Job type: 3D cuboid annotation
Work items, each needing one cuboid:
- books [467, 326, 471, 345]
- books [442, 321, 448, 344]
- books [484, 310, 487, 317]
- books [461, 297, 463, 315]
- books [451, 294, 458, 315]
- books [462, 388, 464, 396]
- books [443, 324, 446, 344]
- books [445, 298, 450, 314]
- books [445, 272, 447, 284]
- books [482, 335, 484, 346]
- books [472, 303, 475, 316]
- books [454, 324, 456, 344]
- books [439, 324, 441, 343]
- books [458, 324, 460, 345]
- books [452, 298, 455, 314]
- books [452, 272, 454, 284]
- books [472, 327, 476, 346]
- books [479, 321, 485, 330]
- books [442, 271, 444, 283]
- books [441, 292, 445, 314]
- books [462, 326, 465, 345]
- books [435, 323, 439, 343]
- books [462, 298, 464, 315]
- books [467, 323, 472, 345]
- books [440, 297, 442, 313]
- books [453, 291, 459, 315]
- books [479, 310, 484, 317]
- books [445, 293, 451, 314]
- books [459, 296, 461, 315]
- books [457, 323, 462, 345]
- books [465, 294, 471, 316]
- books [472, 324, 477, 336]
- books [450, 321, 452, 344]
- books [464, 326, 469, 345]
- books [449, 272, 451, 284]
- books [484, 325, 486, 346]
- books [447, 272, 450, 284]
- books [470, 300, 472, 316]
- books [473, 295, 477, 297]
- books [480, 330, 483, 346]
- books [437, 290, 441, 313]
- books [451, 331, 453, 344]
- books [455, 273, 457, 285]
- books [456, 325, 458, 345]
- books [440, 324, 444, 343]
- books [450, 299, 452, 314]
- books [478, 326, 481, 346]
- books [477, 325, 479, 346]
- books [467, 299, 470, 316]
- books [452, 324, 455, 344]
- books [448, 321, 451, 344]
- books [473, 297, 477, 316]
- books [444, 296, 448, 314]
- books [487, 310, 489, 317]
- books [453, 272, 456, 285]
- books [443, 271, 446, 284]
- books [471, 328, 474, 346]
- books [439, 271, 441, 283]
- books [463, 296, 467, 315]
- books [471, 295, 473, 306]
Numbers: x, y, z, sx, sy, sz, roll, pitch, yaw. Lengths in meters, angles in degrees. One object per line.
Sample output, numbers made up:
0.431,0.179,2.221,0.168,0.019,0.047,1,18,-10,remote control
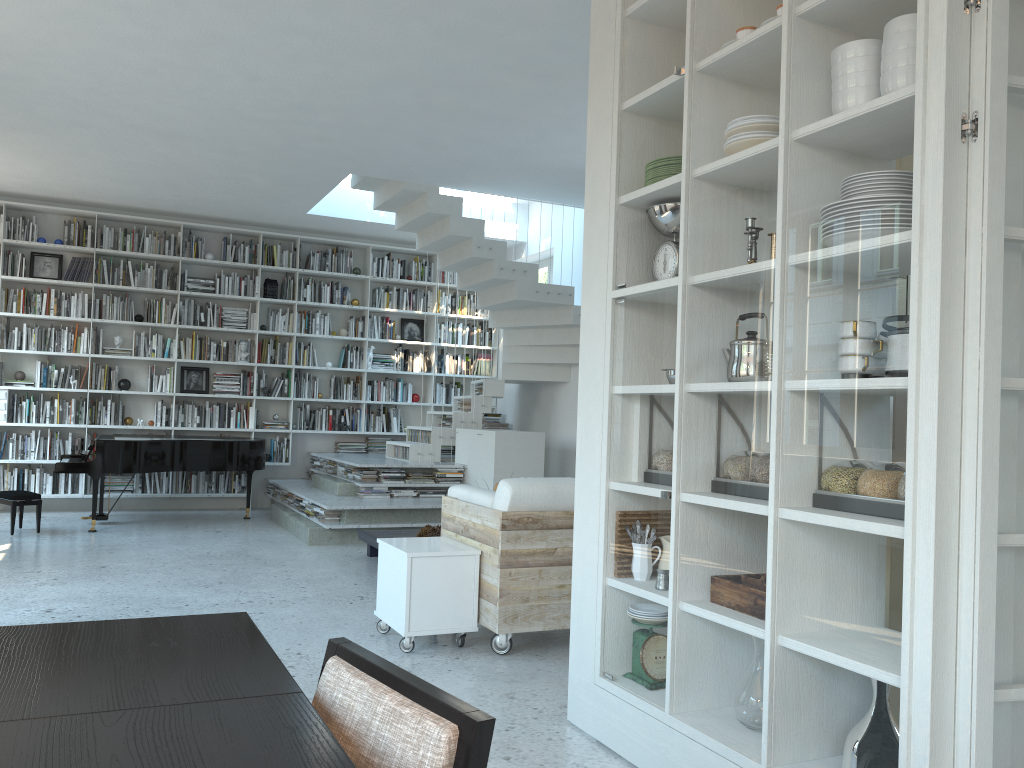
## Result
-0.571,-0.601,11.177,0.023,0.258,0.184,3,-2,-25,books
-0.841,-0.629,11.033,0.014,0.285,0.185,3,-2,-25,books
-0.367,-0.935,11.275,0.023,0.213,0.180,3,-2,-25,books
-0.655,-0.964,11.068,0.012,0.237,0.165,3,-2,-25,books
-0.717,-0.976,11.024,0.023,0.253,0.189,3,-2,-25,books
-0.646,0.141,11.148,0.013,0.240,0.166,3,-2,-25,books
-0.865,-0.615,11.037,0.026,0.256,0.173,3,-2,-25,books
-0.815,-0.951,10.974,0.024,0.193,0.190,3,-2,-25,books
-0.852,-1.336,11.041,0.022,0.229,0.175,3,-2,-25,books
-0.401,-0.573,11.259,0.025,0.220,0.177,3,-2,-25,books
-0.515,-0.926,11.222,0.034,0.182,0.156,3,-2,-25,books
-0.742,-0.616,11.106,0.025,0.270,0.152,3,-2,-25,books
-0.927,-0.615,11.027,0.026,0.250,0.160,3,-2,-25,books
-0.693,-0.610,11.115,0.022,0.262,0.172,3,-2,-25,books
-0.747,-0.956,11.030,0.025,0.211,0.134,3,-2,-25,books
-0.770,-1.354,11.100,0.027,0.275,0.148,3,-2,-25,books
-0.497,-0.594,11.222,0.025,0.252,0.160,3,-2,-25,books
-0.388,-0.627,11.282,0.013,0.330,0.140,3,-2,-25,books
-0.882,-1.366,11.038,0.013,0.286,0.150,3,-2,-25,books
-0.879,-0.990,10.939,0.026,0.263,0.189,3,-2,-25,books
-0.633,-0.601,11.164,0.012,0.254,0.161,3,-2,-25,books
-0.939,-0.618,11.007,0.012,0.254,0.161,3,-2,-25,books
-0.640,-0.956,11.064,0.013,0.222,0.174,3,-2,-25,books
-0.548,-0.616,11.210,0.024,0.291,0.132,3,-2,-25,books
-0.906,-0.962,10.935,0.024,0.205,0.165,3,-2,-25,books
-0.698,-0.997,11.038,0.022,0.296,0.152,3,-2,-25,books
-0.409,-0.957,11.257,0.070,0.254,0.154,3,-2,-25,books
-0.799,-0.985,10.998,0.023,0.263,0.158,3,-2,-25,books
-0.671,-0.968,11.061,0.022,0.242,0.144,3,-2,-25,books
-0.671,-0.619,11.131,0.030,0.283,0.166,3,-2,-25,books
-0.562,-0.986,11.187,0.010,0.295,0.165,3,-2,-25,books
-0.476,-0.608,11.222,0.012,0.283,0.151,3,-2,-25,books
-0.790,-0.630,11.073,0.012,0.292,0.165,3,-2,-25,books
-0.599,-0.596,11.157,0.045,0.245,0.177,3,-2,-25,books
-0.796,-1.371,11.077,0.012,0.306,0.184,3,-2,-25,books
-0.374,-0.603,11.280,0.013,0.283,0.149,3,-2,-25,books
-0.822,-1.341,11.063,0.023,0.243,0.182,3,-2,-25,books
-0.547,-0.944,11.180,0.013,0.212,0.186,3,-2,-25,books
-0.473,-0.980,11.245,0.011,0.294,0.151,3,-2,-25,books
-0.419,-0.570,11.240,0.025,0.211,0.188,3,-2,-25,books
-0.919,-1.007,10.928,0.010,0.294,0.183,3,-2,-25,books
-0.780,-0.572,11.092,0.027,0.179,0.157,3,-2,-25,books
-0.723,-1.346,11.117,0.029,0.264,0.179,3,-2,-25,books
-0.715,-0.609,11.107,0.024,0.259,0.156,3,-2,-25,books
-0.893,-0.613,11.012,0.023,0.247,0.182,3,-2,-25,books
-0.790,-0.951,11.047,0.038,0.199,0.170,3,-2,-25,books
-0.443,-0.599,11.231,0.028,0.268,0.173,3,-2,-25,books
-0.463,-0.605,11.225,0.013,0.277,0.188,3,-2,-25,books
-0.575,-0.949,11.172,0.023,0.220,0.171,3,-2,-25,books
-0.755,-0.611,11.089,0.013,0.260,0.158,3,-2,-25,books
-0.810,-0.632,11.076,0.022,0.297,0.162,3,-2,-25,books
-0.480,-0.965,11.217,0.022,0.261,0.160,3,-2,-25,books
-0.850,-0.968,10.964,0.049,0.223,0.161,3,-2,-25,books
-0.327,-0.955,11.304,0.029,0.258,0.163,3,-2,-25,books
-0.746,-1.345,11.106,0.022,0.259,0.163,3,-2,-25,books
-0.865,-1.356,11.032,0.012,0.269,0.184,3,-2,-25,books
-0.526,-0.587,11.220,0.028,0.237,0.146,3,-2,-25,books
-0.922,-1.362,11.023,0.022,0.275,0.160,3,-2,-25,books
-0.624,-0.964,11.096,0.042,0.242,0.248,3,-2,-25,books
-0.540,-0.977,11.211,0.024,0.281,0.153,3,-2,-25,books
